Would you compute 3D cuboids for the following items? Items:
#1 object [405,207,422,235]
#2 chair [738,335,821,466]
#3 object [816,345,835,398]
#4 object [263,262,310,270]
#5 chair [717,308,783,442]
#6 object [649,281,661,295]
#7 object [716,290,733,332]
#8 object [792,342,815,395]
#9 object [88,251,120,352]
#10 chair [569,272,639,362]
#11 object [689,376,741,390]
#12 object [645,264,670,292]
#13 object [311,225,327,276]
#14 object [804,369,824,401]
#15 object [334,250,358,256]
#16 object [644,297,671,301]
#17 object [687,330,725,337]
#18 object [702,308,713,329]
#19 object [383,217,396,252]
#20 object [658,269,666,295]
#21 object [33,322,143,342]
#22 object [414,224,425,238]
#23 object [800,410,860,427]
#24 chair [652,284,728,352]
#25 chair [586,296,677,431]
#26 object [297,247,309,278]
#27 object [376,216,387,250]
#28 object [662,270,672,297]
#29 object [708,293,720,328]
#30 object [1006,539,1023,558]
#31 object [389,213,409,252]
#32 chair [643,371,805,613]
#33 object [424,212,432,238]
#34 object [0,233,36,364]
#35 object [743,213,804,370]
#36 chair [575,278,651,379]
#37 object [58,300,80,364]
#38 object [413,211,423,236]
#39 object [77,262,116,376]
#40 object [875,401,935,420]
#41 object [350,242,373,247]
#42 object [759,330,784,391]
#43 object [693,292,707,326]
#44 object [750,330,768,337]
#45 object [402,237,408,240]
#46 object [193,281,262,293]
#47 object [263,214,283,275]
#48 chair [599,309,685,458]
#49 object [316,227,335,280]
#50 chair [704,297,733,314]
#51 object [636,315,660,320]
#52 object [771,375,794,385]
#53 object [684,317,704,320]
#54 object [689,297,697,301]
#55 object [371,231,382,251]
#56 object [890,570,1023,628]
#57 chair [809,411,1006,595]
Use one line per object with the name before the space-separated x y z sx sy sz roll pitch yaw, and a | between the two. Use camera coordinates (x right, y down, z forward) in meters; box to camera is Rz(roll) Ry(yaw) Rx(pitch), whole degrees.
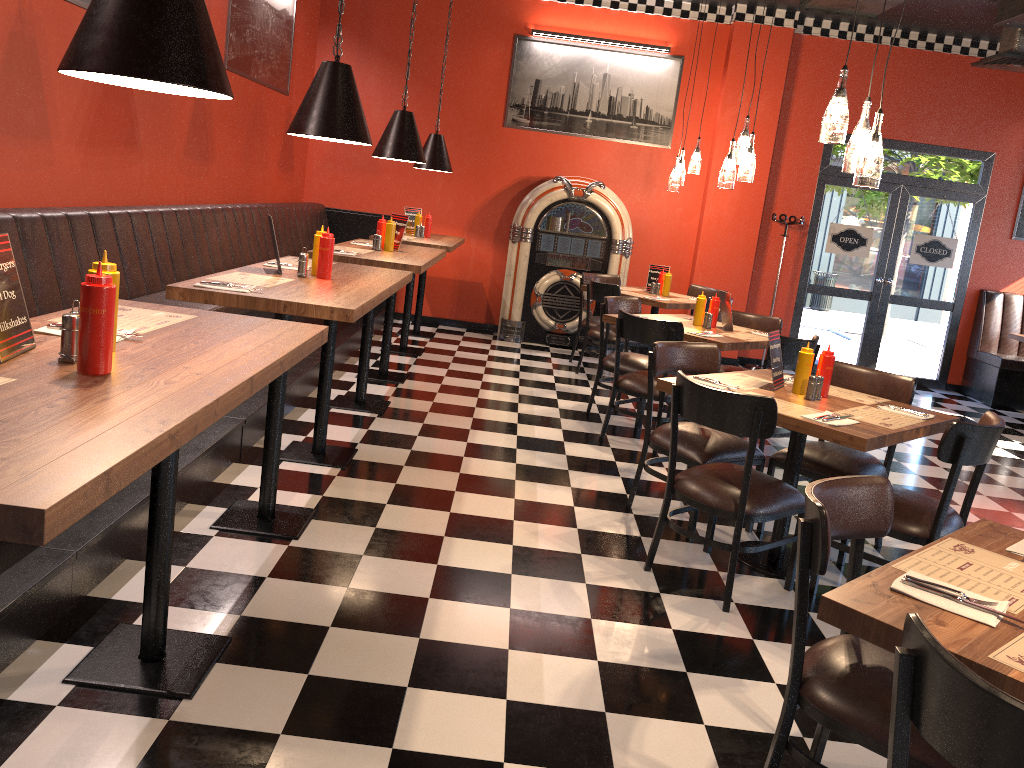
object | -0.934 -1.541 8.395 0.188 0.255 0.073 -1 13 -40
chair | 1.601 0.079 5.659 0.486 0.861 0.548 -1 13 -41
object | 1.404 -0.060 3.978 0.068 0.236 0.068 8 10 5
object | -1.079 -0.577 4.337 0.255 0.019 0.159 7 12 -3
chair | 1.619 -0.076 6.398 0.488 0.861 0.547 12 11 22
object | 1.298 -0.874 8.003 0.093 0.135 0.047 7 10 0
object | 1.461 -0.501 6.046 0.072 0.255 0.190 6 10 -10
object | 1.312 -0.072 3.980 0.068 0.236 0.068 8 10 5
object | -0.958 -0.194 2.074 0.068 0.236 0.068 3 11 -25
chair | 0.885 -0.588 8.362 0.486 0.861 0.549 0 12 -35
object | 0.912 -0.005 3.948 0.157 0.019 0.257 -4 16 -43
object | 1.344 -0.965 8.165 0.188 0.255 0.073 9 10 10
object | -0.895 -0.623 4.136 0.068 0.236 0.068 9 10 8
object | 1.332 0.002 3.891 0.094 0.135 0.047 -1 13 -40
object | -1.050 -0.819 5.497 0.255 0.019 0.159 7 12 -3
object | 1.263 -0.740 7.632 0.255 0.019 0.158 -3 16 -41
object | 1.250 -0.323 5.655 0.255 0.019 0.158 -4 16 -42
object | 1.326 -0.444 5.992 0.046 0.135 0.094 6 10 -10
object | -0.843 -1.037 6.122 0.068 0.236 0.068 6 10 -11
object | 1.363 -0.932 8.065 0.068 0.236 0.068 7 10 -3
object | -1.065 -0.136 2.267 0.255 0.019 0.159 7 12 -3
object | -0.851 -1.427 8.208 0.093 0.135 0.047 4 10 -20
object | 1.277 0.133 3.521 0.255 0.019 0.158 -3 16 -42
chair | 1.700 -0.500 8.450 0.544 0.861 0.490 0 12 -35
chair | 0.873 -0.173 6.400 0.547 0.861 0.487 15 13 36
object | -0.952 -0.557 4.040 0.046 0.135 0.094 6 10 -10
object | -0.912 -1.059 6.183 0.068 0.236 0.068 6 10 -6
object | 1.399 -0.909 7.981 0.068 0.236 0.068 7 10 -3
object | 1.382 -0.506 6.069 0.068 0.236 0.068 8 10 5
object | 1.338 0.420 2.206 0.255 0.019 0.158 -4 16 -43
object | -0.823 -1.068 6.232 0.189 0.255 0.072 16 13 40
chair | 0.901 0.410 3.668 0.545 0.861 0.490 -2 14 -42
object | -0.789 -1.493 8.305 0.068 0.236 0.068 6 10 -7
object | -1.102 -0.190 1.922 0.072 0.255 0.190 6 10 -9
object | 2.770 -0.955 9.344 0.376 1.646 0.376 11 10 22
chair | 0.889 -0.460 7.765 0.544 0.861 0.490 3 11 -25
object | -0.971 -0.120 1.967 0.046 0.135 0.094 6 10 -9
object | -0.881 -1.507 8.314 0.068 0.236 0.068 6 10 -7
object | -0.877 -0.140 1.871 0.068 0.236 0.068 3 11 -25
object | 1.703 0.112 3.880 0.157 0.019 0.257 -5 17 -45
object | -1.038 -1.010 6.405 0.255 0.019 0.159 7 12 -3
object | 1.207 -0.109 4.044 0.072 0.255 0.189 13 12 29
object | 1.290 -0.518 6.070 0.068 0.236 0.068 8 10 5
object | 1.729 -0.341 6.033 0.157 0.019 0.257 -3 16 -41
object | -0.985 -1.257 7.604 0.255 0.019 0.159 7 12 -3
object | -1.072 -0.374 3.384 0.255 0.019 0.159 7 12 -3
object | -1.085 -0.640 4.052 0.072 0.255 0.190 4 11 -21
chair | 0.907 -0.020 5.697 0.489 0.861 0.545 16 13 39
object | -0.851 -0.600 4.056 0.068 0.236 0.068 11 10 20
chair | 1.587 -0.364 7.739 0.547 0.861 0.488 14 12 31
object | 0.911 -0.451 6.052 0.256 0.019 0.158 17 15 37
object | 1.356 -0.019 4.287 0.158 0.019 0.255 16 15 36
object | 1.354 -0.473 6.428 0.255 0.019 0.158 -4 17 -44
object | 1.696 -0.758 7.983 0.157 0.019 0.257 -4 17 -44
object | -0.923 -0.984 6.073 0.046 0.135 0.094 1 12 -35
object | 0.932 0.445 1.840 0.256 0.019 0.158 17 15 38
chair | 1.646 0.507 3.666 0.548 0.861 0.487 16 13 41
